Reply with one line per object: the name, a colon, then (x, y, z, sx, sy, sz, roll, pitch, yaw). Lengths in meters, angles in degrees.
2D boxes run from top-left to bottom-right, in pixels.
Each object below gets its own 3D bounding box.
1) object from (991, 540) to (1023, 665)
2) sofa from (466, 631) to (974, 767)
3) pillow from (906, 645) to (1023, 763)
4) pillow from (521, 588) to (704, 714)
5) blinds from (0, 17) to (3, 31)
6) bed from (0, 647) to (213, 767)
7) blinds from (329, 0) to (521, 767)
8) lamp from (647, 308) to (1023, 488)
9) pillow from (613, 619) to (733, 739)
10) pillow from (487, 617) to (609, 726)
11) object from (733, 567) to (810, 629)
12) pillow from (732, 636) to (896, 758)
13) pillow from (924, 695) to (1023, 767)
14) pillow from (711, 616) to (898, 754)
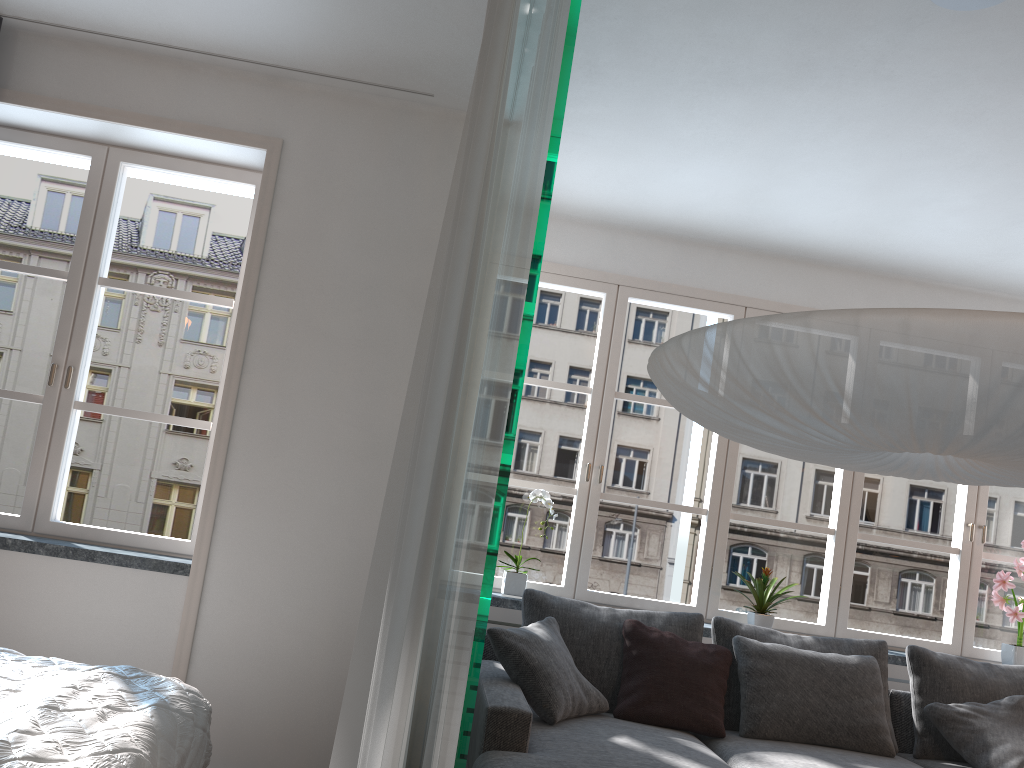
object: (2.594, 1.113, 4.510, 0.202, 0.685, 0.298, 11, -6, -25)
sofa: (1.362, 1.512, 3.022, 3.070, 0.666, 2.056, 9, -9, -4)
pillow: (2.186, 1.476, 3.970, 0.837, 0.473, 0.277, 9, -6, -4)
pillow: (0.428, 1.188, 3.843, 0.836, 0.474, 0.277, 9, -6, -4)
blinds: (-2.662, -0.514, 3.258, 1.195, 2.019, 0.133, 9, -5, -2)
bed: (-2.014, 0.755, 1.807, 2.443, 0.756, 2.184, 9, -9, -4)
blinds: (-0.218, 0.113, 2.651, 0.153, 2.714, 1.821, 9, -6, -1)
lamp: (1.073, 0.111, 2.261, 1.467, 0.208, 1.486, 3, -11, 32)
pillow: (0.689, 1.229, 3.704, 0.521, 0.400, 0.313, 9, -7, -2)
pillow: (0.150, 1.130, 3.520, 0.346, 0.357, 0.521, 4, -9, 35)
object: (1.276, 1.076, 4.390, 0.379, 0.326, 0.323, 13, -8, -29)
pillow: (1.279, 1.330, 3.771, 0.667, 0.394, 0.294, 9, -7, -4)
pillow: (2.078, 1.477, 3.717, 0.494, 0.318, 0.446, 12, -8, -22)
pillow: (1.285, 1.328, 3.916, 0.840, 0.471, 0.279, 9, -6, -4)
